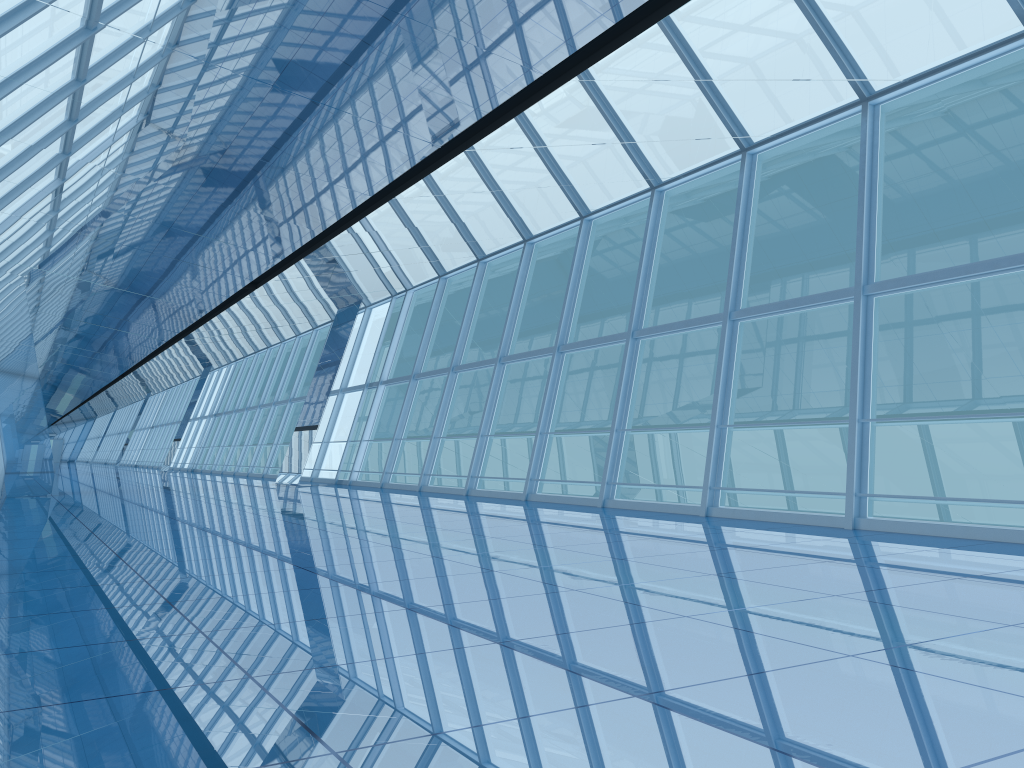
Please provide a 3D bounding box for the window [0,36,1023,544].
[{"bbox_3d":[-20.755,1.819,41.929,9.782,5.026,105.394,3,-6,-31],"label":"window"}]
